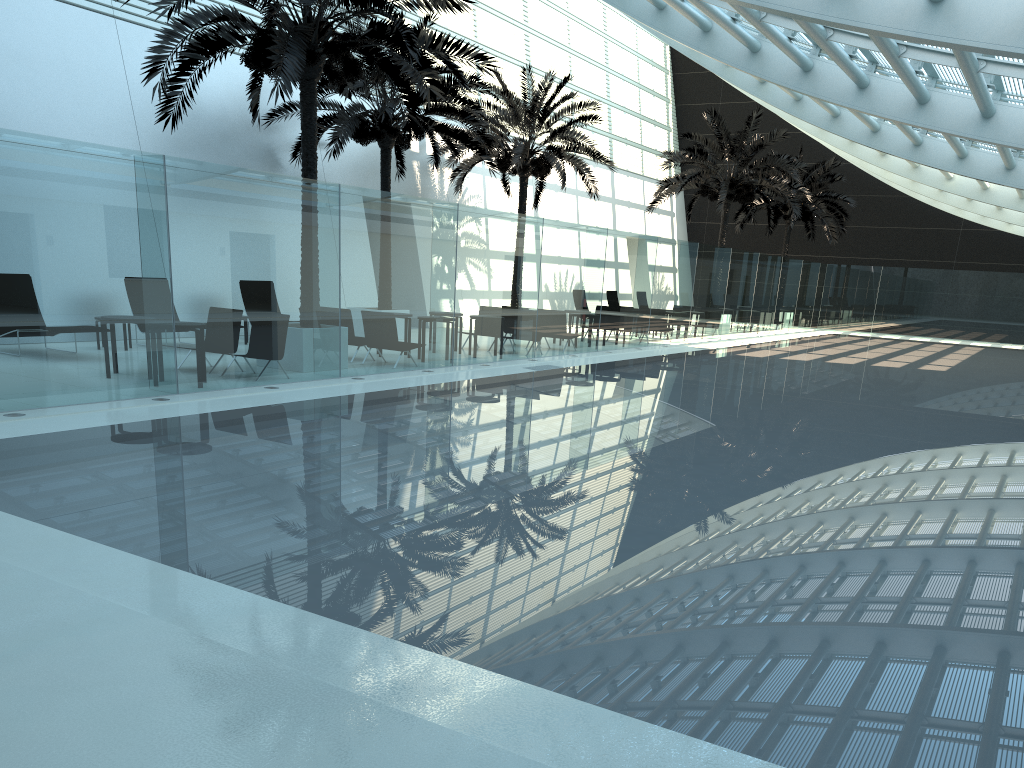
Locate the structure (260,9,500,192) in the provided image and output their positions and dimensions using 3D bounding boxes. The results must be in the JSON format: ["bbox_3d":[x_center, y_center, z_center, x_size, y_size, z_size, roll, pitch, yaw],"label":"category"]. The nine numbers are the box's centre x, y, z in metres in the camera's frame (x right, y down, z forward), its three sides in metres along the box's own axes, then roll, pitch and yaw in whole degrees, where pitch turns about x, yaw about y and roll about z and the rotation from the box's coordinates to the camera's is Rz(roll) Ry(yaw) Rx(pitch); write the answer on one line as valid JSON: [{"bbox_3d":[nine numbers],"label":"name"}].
[{"bbox_3d":[-2.794,-4.460,18.984,4.630,7.113,4.110,6,14,9],"label":"structure"}]

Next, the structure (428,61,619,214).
[{"bbox_3d":[0.198,-4.971,24.037,4.623,7.176,4.117,-3,16,-25],"label":"structure"}]

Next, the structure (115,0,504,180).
[{"bbox_3d":[-3.119,-3.757,12.694,4.395,7.306,4.674,-9,18,-39],"label":"structure"}]

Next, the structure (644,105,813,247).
[{"bbox_3d":[6.974,-5.216,28.529,4.768,7.306,4.308,10,16,24],"label":"structure"}]

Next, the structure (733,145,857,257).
[{"bbox_3d":[11.291,-5.834,35.251,4.446,7.305,4.621,6,14,9],"label":"structure"}]
